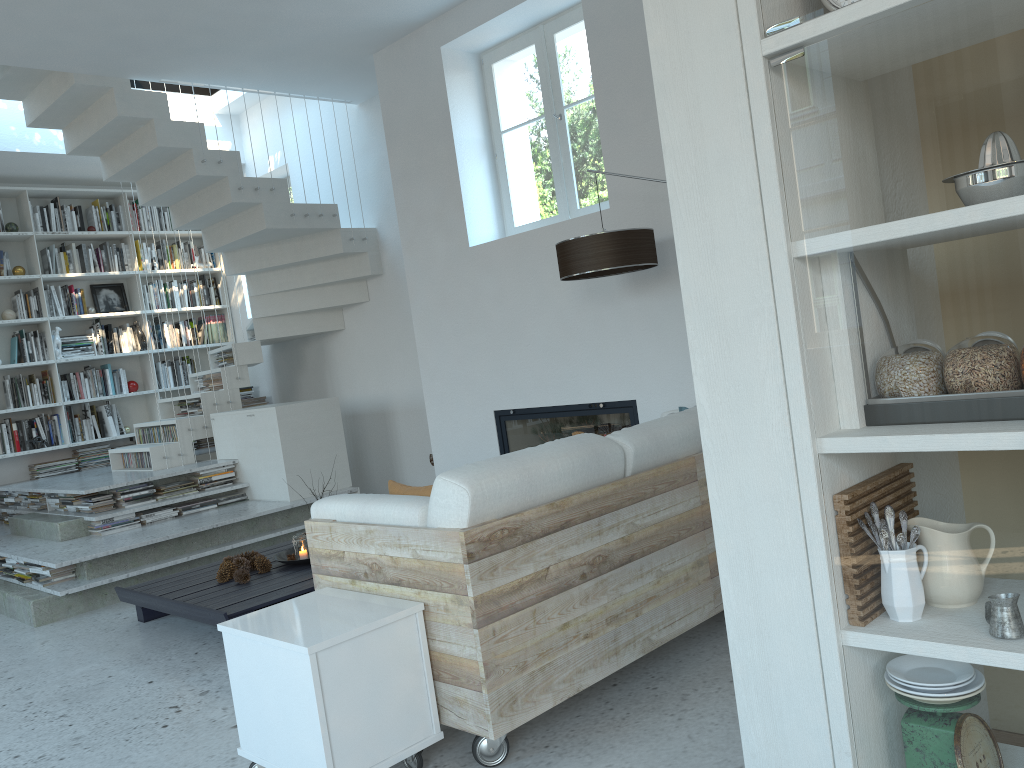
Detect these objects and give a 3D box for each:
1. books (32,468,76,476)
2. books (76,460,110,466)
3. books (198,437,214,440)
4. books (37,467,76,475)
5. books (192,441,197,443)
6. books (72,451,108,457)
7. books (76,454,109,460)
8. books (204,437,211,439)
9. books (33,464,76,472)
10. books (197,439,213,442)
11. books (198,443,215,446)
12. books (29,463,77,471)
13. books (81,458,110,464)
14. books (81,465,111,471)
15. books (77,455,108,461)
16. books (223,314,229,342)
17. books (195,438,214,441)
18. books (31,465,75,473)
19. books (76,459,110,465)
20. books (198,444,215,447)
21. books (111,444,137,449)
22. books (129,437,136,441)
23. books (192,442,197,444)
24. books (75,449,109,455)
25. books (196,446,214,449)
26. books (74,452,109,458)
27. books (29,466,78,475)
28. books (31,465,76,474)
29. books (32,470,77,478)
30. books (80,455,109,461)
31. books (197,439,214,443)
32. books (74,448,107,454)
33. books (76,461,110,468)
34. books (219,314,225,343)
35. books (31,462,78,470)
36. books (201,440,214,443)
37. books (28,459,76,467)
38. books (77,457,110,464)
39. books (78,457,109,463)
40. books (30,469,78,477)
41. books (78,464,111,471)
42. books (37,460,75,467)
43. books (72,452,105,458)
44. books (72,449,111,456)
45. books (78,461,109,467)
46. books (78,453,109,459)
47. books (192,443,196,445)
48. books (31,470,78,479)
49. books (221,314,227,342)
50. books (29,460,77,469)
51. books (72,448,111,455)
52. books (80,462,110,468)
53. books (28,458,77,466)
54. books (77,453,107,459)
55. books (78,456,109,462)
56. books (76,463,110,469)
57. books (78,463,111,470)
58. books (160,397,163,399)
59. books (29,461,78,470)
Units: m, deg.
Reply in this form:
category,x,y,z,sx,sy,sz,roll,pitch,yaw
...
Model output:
category,x,y,z,sx,sy,sz,roll,pitch,yaw
books,-4.002,0.769,7.747,0.307,0.008,0.195,-10,3,-40
books,-3.767,0.708,7.982,0.161,0.007,0.254,-6,3,42
books,-2.958,0.525,8.794,0.327,0.008,0.207,-10,3,-37
books,-4.006,0.762,7.750,0.307,0.008,0.195,-10,3,-42
books,-3.237,0.585,8.513,0.198,0.009,0.353,-6,3,43
books,-3.786,0.627,7.980,0.159,0.005,0.284,-6,3,45
books,-3.782,0.654,7.985,0.284,0.007,0.159,-10,3,-44
books,-2.959,0.517,8.793,0.327,0.008,0.207,-10,3,-41
books,-4.002,0.731,7.746,0.307,0.008,0.195,-10,3,-39
books,-2.954,0.539,8.792,0.327,0.008,0.207,-10,3,-40
books,-2.950,0.586,8.796,0.327,0.008,0.207,-10,3,-41
books,-4.007,0.724,7.749,0.193,0.007,0.345,-6,3,43
books,-3.769,0.694,7.980,0.161,0.007,0.254,-6,3,42
books,-3.763,0.756,7.984,0.254,0.007,0.161,-10,3,-41
books,-3.779,0.661,7.984,0.285,0.007,0.159,-10,3,-43
books,-2.916,-0.550,8.915,0.018,0.293,0.169,-11,4,-44
books,-2.955,0.532,8.791,0.367,0.007,0.206,-10,3,-40
books,-4.012,0.740,7.754,0.307,0.008,0.195,-10,3,-44
books,-3.771,0.701,7.984,0.285,0.007,0.159,-10,3,-42
books,-2.945,0.593,8.792,0.327,0.008,0.207,-10,3,-39
books,-3.524,0.565,8.238,0.367,0.007,0.206,-10,3,-42
books,-3.422,0.496,8.289,0.204,0.036,0.267,-10,3,-43
books,-3.240,0.594,8.517,0.201,0.009,0.359,-6,3,45
books,-3.781,0.610,7.976,0.254,0.006,0.161,-10,3,-40
books,-2.946,0.608,8.797,0.367,0.007,0.206,-10,3,-41
books,-3.784,0.638,7.980,0.161,0.006,0.254,-6,3,45
books,-4.006,0.755,7.751,0.193,0.007,0.345,-6,3,44
books,-4.002,0.747,7.745,0.195,0.008,0.307,-6,3,41
books,-3.999,0.784,7.747,0.195,0.008,0.307,-6,3,42
books,-3.778,0.668,7.984,0.254,0.007,0.161,-10,3,-43
books,-2.957,0.547,8.797,0.367,0.007,0.206,-10,3,-42
books,-3.782,0.599,7.974,0.161,0.006,0.254,-6,3,41
books,-3.766,0.722,7.980,0.159,0.007,0.284,-6,3,42
books,-2.942,-0.545,8.890,0.018,0.293,0.169,-11,4,-44
books,-4.010,0.717,7.751,0.345,0.007,0.193,-10,3,-42
books,-2.956,0.555,8.797,0.327,0.008,0.207,-10,3,-36
books,-4.014,0.688,7.749,0.193,0.007,0.345,-6,3,44
books,-3.770,0.688,7.980,0.159,0.007,0.284,-6,3,42
books,-3.776,0.681,7.984,0.254,0.007,0.161,-10,3,-43
books,-3.998,0.776,7.745,0.345,0.007,0.193,-10,3,-39
books,-3.769,0.750,7.989,0.284,0.007,0.159,-10,3,-44
books,-4.013,0.695,7.750,0.307,0.008,0.195,-10,3,-42
books,-3.785,0.632,7.980,0.285,0.005,0.159,-10,3,-43
books,-3.783,0.616,7.974,0.159,0.005,0.284,-6,3,42
books,-3.764,0.715,7.980,0.285,0.007,0.159,-10,3,-39
books,-3.784,0.649,7.982,0.254,0.006,0.161,-10,3,-44
books,-3.237,0.603,8.515,0.203,0.009,0.320,-6,3,44
books,-3.998,0.792,7.747,0.345,0.007,0.193,-10,3,-40
books,-2.922,-0.548,8.895,0.018,0.293,0.169,-11,4,-44
books,-4.012,0.702,7.750,0.345,0.007,0.193,-10,3,-42
books,-3.784,0.605,7.978,0.159,0.005,0.284,-6,3,43
books,-3.770,0.729,7.986,0.254,0.007,0.161,-10,3,-43
books,-4.015,0.680,7.749,0.345,0.007,0.193,-10,3,-42
books,-3.782,0.643,7.979,0.159,0.005,0.284,-6,3,44
books,-3.770,0.674,7.977,0.159,0.007,0.284,-6,3,41
books,-3.771,0.736,7.988,0.254,0.007,0.161,-10,3,-44
books,-3.764,0.743,7.982,0.254,0.007,0.161,-10,3,-40
books,-3.312,0.270,8.367,0.011,0.293,0.144,-11,4,-44
books,-4.005,0.709,7.744,0.193,0.007,0.345,-6,3,41
